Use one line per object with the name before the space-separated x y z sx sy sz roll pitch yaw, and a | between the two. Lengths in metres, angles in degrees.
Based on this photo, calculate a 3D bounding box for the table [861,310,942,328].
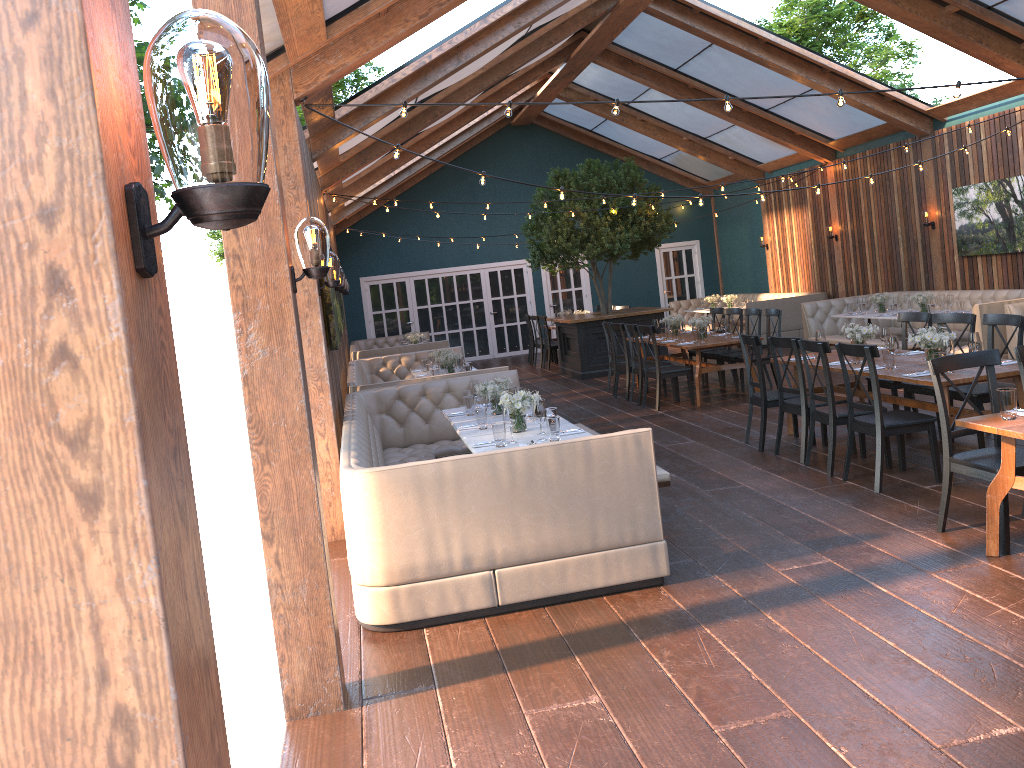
table | 5.450 -0.645 12.288 0.799 0.670 0.801 -7 5 -9

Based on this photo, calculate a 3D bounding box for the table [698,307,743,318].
table | 4.389 -1.215 18.255 0.799 0.670 0.801 -7 5 -9

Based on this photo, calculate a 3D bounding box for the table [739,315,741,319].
table | 4.531 -1.138 17.452 0.800 0.670 0.801 -8 5 -11

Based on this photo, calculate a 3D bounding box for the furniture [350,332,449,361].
furniture | -2.232 -0.411 17.087 1.711 0.855 4.173 -8 6 -9

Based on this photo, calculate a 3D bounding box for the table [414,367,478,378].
table | -0.781 0.199 11.201 0.799 0.670 0.801 -7 5 -9

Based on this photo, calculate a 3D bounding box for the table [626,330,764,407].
table | 2.370 -0.252 11.707 0.951 0.727 2.440 -7 6 -9

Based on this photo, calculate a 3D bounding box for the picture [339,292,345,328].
picture | -2.589 -1.350 13.244 0.065 0.994 1.656 -7 6 -9

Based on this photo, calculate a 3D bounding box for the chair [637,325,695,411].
chair | 1.861 -0.233 10.786 0.540 1.017 0.478 -8 4 -15

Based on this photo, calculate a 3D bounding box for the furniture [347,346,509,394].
furniture | -1.173 0.157 11.133 1.711 0.855 4.173 -8 6 -9

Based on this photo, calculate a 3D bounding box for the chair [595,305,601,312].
chair | 1.746 -1.134 18.674 0.540 1.017 0.478 -8 4 -15

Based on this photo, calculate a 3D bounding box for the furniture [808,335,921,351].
furniture | 4.809 -0.421 12.180 0.313 0.397 2.337 -7 6 -9

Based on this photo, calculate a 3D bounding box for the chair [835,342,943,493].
chair | 2.672 0.191 6.324 0.540 1.017 0.478 -7 4 -10

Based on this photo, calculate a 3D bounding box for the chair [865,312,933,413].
chair | 3.611 -0.134 8.193 0.540 1.017 0.478 -7 4 -10

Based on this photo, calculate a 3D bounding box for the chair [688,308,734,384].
chair | 2.816 -0.560 12.658 0.540 1.017 0.478 -7 4 -10

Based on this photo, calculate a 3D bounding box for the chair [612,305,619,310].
chair | 1.942 -1.029 17.571 0.540 1.017 0.478 -7 4 -10

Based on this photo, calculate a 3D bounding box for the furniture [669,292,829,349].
furniture | 4.812 -1.364 18.302 1.711 0.855 4.173 -8 6 -9

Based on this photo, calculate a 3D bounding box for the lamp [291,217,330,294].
lamp | -0.868 -0.559 3.812 0.178 0.319 0.146 -7 3 -10

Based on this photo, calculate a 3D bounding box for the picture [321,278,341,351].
picture | -1.608 -0.832 7.800 0.065 0.994 1.656 -7 6 -9

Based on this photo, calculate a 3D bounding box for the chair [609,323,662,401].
chair | 1.641 -0.335 11.885 0.540 1.017 0.478 -8 4 -15

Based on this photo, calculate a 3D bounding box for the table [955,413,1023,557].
table | 3.680 0.435 4.485 2.434 0.727 0.954 -8 5 -10

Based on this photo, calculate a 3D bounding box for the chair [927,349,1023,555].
chair | 2.706 0.347 4.946 0.478 1.016 0.540 -7 4 -15

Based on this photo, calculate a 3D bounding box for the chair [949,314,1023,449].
chair | 3.807 -0.028 7.090 0.540 1.017 0.479 -7 3 -5

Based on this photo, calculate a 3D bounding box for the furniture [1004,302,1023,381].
furniture | 6.661 -0.371 7.906 1.711 0.855 4.173 -8 6 -9

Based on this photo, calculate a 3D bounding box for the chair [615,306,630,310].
chair | 2.024 -0.972 17.000 0.541 1.017 0.477 -8 4 -27

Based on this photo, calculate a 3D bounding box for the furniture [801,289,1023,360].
furniture | 5.869 -0.796 12.357 1.711 0.855 4.173 -8 6 -9

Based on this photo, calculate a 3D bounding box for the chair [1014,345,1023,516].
chair | 3.253 0.273 5.041 0.478 1.016 0.541 -7 4 -10

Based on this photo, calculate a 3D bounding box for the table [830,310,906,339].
table | 5.307 -0.722 13.091 0.800 0.670 0.801 -8 5 -11

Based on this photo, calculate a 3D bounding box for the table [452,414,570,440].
table | 0.010 0.623 6.753 0.799 0.670 0.801 -7 5 -9

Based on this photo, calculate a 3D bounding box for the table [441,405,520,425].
table | -0.133 0.547 7.556 0.800 0.670 0.801 -8 5 -11

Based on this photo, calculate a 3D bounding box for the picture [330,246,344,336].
picture | -2.102 -1.094 10.546 0.065 0.994 1.656 -7 6 -9

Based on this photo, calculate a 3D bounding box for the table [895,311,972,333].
table | 5.593 -0.568 11.485 0.800 0.670 0.801 -7 5 -10

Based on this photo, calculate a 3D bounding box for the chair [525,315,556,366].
chair | 0.574 -0.910 17.901 0.540 1.017 0.479 -7 3 -5

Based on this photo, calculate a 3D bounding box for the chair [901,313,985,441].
chair | 3.709 -0.081 7.641 0.540 1.017 0.478 -8 4 -15

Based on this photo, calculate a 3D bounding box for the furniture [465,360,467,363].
furniture | -1.155 -0.328 17.303 0.313 0.397 2.337 -7 6 -9

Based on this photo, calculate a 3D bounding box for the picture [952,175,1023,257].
picture | 6.612 -2.273 12.061 0.065 0.994 1.656 -7 6 -9

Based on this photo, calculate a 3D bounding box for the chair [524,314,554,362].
chair | 0.554 -0.973 18.466 0.540 1.017 0.479 -7 3 -4

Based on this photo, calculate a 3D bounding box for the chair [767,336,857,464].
chair | 2.498 0.085 7.416 0.540 1.017 0.478 -7 4 -13

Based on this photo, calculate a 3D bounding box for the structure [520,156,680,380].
structure | 1.560 -2.069 15.288 2.715 3.683 2.863 -7 4 -1

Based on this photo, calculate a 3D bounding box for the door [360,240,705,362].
door | 0.657 -1.862 20.858 8.183 2.203 0.174 -8 3 -10

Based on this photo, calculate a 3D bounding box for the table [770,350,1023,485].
table | 3.160 0.172 7.267 0.951 0.727 2.440 -7 6 -9

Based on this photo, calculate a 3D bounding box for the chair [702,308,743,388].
chair | 2.915 -0.507 12.106 0.540 1.017 0.478 -8 4 -15

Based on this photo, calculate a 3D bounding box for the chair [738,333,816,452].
chair | 2.370 0.035 7.970 0.539 1.017 0.479 -7 3 -2

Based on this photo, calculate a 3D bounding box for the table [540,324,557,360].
table | 1.298 -0.827 17.736 0.951 0.727 2.440 -7 6 -9

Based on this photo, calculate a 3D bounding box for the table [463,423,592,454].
table | 0.153 0.700 5.950 0.800 0.670 0.801 -7 5 -10

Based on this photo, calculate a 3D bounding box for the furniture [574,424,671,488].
furniture | 0.700 0.667 6.877 0.313 0.397 2.337 -7 6 -9

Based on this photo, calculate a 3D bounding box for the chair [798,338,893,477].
chair | 2.568 0.140 6.874 0.540 1.017 0.479 -7 3 -4

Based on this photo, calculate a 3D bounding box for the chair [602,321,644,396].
chair | 1.579 -0.392 12.442 0.540 1.017 0.479 -7 3 -5

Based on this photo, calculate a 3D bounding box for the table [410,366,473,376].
table | -0.924 0.122 12.004 0.800 0.670 0.801 -8 5 -11

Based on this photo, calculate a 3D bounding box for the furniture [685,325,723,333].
furniture | 3.746 -0.992 18.158 0.313 0.397 2.337 -7 6 -9

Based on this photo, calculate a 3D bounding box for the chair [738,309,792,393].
chair | 3.111 -0.402 11.004 0.540 1.017 0.479 -7 3 -5

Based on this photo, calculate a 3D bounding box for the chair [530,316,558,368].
chair | 0.687 -0.859 17.353 0.540 1.017 0.478 -8 4 -15

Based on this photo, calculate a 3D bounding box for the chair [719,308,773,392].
chair | 3.013 -0.455 11.555 0.540 1.017 0.478 -7 4 -10

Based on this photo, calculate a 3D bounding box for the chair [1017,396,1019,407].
chair | 3.905 0.024 6.539 0.540 1.017 0.478 -7 4 -10

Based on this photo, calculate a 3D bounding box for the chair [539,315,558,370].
chair | 0.832 -0.813 16.809 0.540 1.017 0.478 -7 4 -10

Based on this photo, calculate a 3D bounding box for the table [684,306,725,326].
table | 4.246 -1.291 19.058 0.800 0.670 0.801 -7 5 -10

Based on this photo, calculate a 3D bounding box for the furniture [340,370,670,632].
furniture | -0.379 0.583 6.671 1.711 0.855 4.173 -8 6 -9

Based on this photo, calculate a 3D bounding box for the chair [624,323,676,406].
chair | 1.763 -0.285 11.337 0.540 1.017 0.479 -7 3 -7
